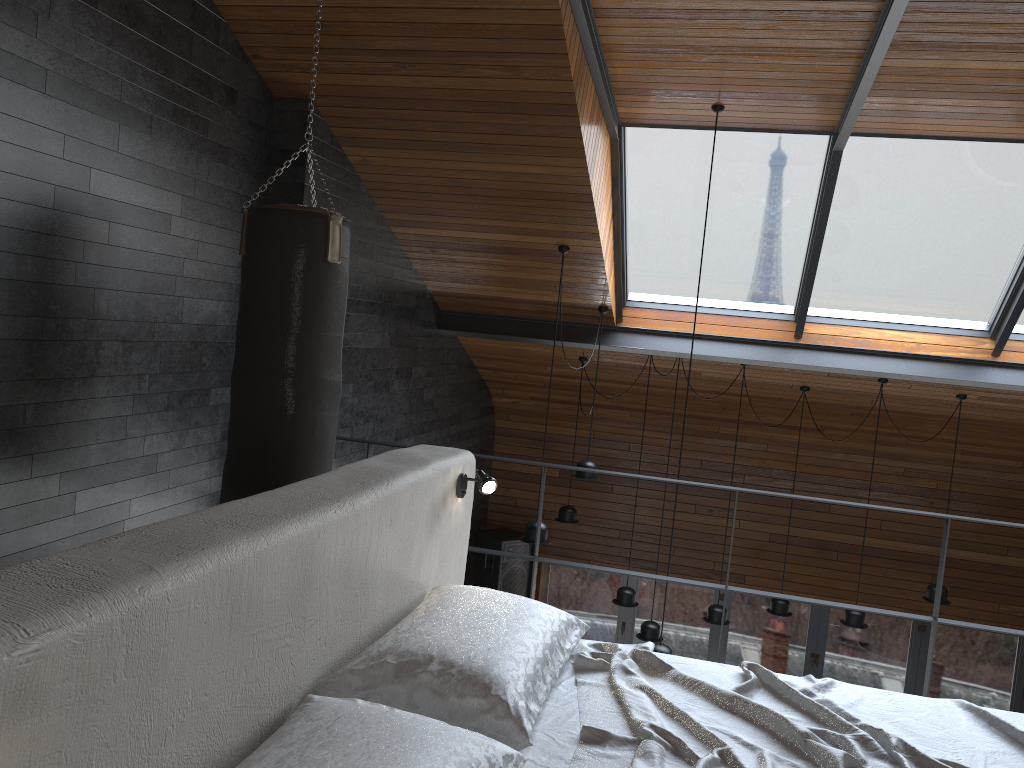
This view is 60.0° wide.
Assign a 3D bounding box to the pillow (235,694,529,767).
[{"bbox_3d":[-0.303,0.723,1.461,0.502,0.176,0.837,6,4,13],"label":"pillow"}]

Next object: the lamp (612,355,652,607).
[{"bbox_3d":[0.993,0.721,6.952,0.210,2.036,0.210,3,4,-40],"label":"lamp"}]

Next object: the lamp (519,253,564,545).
[{"bbox_3d":[0.237,0.087,5.653,0.210,1.854,0.210,3,4,-40],"label":"lamp"}]

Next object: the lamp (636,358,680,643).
[{"bbox_3d":[1.166,0.821,6.750,0.210,2.273,0.210,3,4,-40],"label":"lamp"}]

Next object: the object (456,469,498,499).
[{"bbox_3d":[-0.132,0.342,2.981,0.165,0.106,0.085,8,4,41],"label":"object"}]

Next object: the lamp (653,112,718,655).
[{"bbox_3d":[1.007,0.053,5.090,0.210,3.208,0.210,8,4,35],"label":"lamp"}]

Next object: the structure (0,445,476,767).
[{"bbox_3d":[1.511,1.049,1.534,4.614,1.120,2.634,6,3,13],"label":"structure"}]

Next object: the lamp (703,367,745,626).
[{"bbox_3d":[1.714,0.865,6.957,0.210,2.034,0.210,3,4,-40],"label":"lamp"}]

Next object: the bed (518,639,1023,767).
[{"bbox_3d":[0.487,1.045,1.775,2.011,0.484,1.826,6,3,13],"label":"bed"}]

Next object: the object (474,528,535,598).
[{"bbox_3d":[-0.211,2.617,8.724,0.639,2.298,0.686,3,4,-39],"label":"object"}]

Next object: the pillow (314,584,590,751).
[{"bbox_3d":[-0.100,0.692,2.333,0.509,0.173,0.842,6,3,13],"label":"pillow"}]

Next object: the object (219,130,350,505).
[{"bbox_3d":[-0.895,-0.225,3.629,0.445,1.603,0.442,8,4,40],"label":"object"}]

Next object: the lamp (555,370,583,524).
[{"bbox_3d":[0.532,0.480,7.482,0.210,1.369,0.210,3,4,-40],"label":"lamp"}]

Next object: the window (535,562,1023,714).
[{"bbox_3d":[3.058,2.815,8.973,5.936,1.522,0.101,6,3,13],"label":"window"}]

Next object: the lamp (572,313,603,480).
[{"bbox_3d":[0.597,0.081,6.419,0.210,1.206,0.210,3,4,-40],"label":"lamp"}]

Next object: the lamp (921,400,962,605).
[{"bbox_3d":[3.361,0.901,6.824,0.210,1.565,0.210,3,4,-40],"label":"lamp"}]

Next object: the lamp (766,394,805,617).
[{"bbox_3d":[2.296,0.887,7.245,0.210,2.002,0.210,3,4,-40],"label":"lamp"}]

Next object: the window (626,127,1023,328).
[{"bbox_3d":[2.649,-0.966,5.703,3.819,1.031,1.213,6,3,13],"label":"window"}]

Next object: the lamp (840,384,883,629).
[{"bbox_3d":[2.737,0.910,6.808,0.210,1.911,0.210,3,4,-40],"label":"lamp"}]
